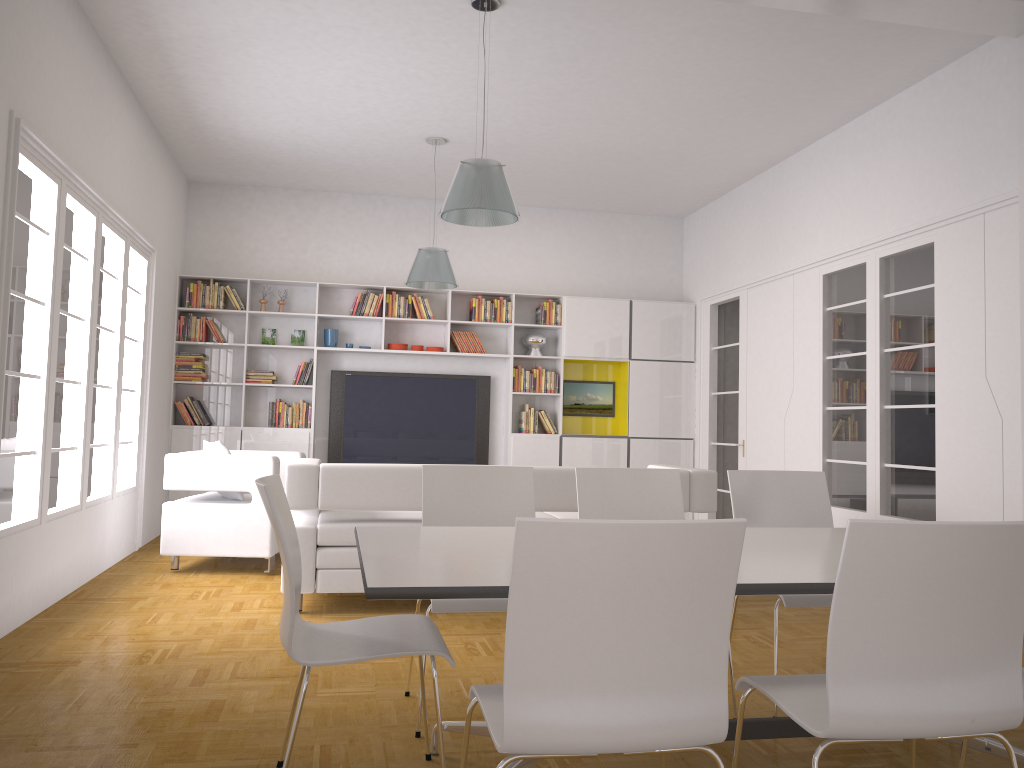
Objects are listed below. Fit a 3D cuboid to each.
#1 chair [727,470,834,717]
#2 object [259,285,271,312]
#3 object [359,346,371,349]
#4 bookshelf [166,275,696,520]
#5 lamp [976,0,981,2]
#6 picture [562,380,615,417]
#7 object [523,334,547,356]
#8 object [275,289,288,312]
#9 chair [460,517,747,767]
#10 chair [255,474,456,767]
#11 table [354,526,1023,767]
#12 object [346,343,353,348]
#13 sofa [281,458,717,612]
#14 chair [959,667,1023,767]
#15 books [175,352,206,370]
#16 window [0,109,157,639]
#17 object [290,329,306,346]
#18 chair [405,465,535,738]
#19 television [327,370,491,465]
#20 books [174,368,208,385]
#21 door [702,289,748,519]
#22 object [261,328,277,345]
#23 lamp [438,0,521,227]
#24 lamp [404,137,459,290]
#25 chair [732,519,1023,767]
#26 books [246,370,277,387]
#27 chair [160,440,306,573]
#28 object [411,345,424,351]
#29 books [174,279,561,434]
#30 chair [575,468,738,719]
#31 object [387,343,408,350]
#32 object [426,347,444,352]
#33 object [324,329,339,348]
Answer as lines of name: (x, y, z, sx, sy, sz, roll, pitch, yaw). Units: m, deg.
chair: (1.227, 0.847, 3.734, 0.561, 0.932, 0.575, 2, -4, -11)
object: (-2.485, -0.849, 8.948, 0.120, 0.279, 0.179, 2, -4, -6)
object: (-1.505, -0.365, 9.077, 0.124, 0.032, 0.123, 3, -3, -26)
bookshelf: (-0.692, 0.272, 9.239, 5.364, 2.483, 0.389, 2, -4, -11)
lamp: (2.021, -1.821, 3.795, 0.173, 0.365, 0.167, -1, -4, 31)
picture: (0.829, 0.160, 9.653, 0.609, 0.388, 0.007, 2, -4, -11)
object: (0.240, -0.403, 9.434, 0.256, 0.239, 0.256, 2, -3, -3)
object: (-2.371, -0.835, 8.987, 0.179, 0.260, 0.119, 1, -4, 9)
chair: (0.182, 0.737, 1.944, 0.561, 0.932, 0.575, 2, -4, -11)
chair: (-0.481, 0.752, 2.623, 0.575, 0.932, 0.560, 2, -4, -11)
table: (0.718, 0.893, 2.835, 2.410, 0.723, 1.209, 2, -3, -11)
object: (-1.658, -0.382, 9.047, 0.078, 0.056, 0.078, 1, -3, 14)
sofa: (-0.086, 0.929, 5.649, 2.622, 0.850, 0.821, 2, -3, -11)
chair: (1.518, 0.784, 2.207, 0.561, 0.932, 0.575, 2, -4, -11)
books: (-3.174, -0.225, 8.755, 0.252, 0.153, 0.207, 2, -3, -11)
window: (-2.785, 0.032, 5.728, 0.195, 2.531, 3.346, 2, -3, -11)
object: (-2.190, -0.463, 9.069, 0.144, 0.190, 0.051, 2, -4, -11)
chair: (-0.108, 0.801, 3.472, 0.561, 0.932, 0.575, 2, -4, -11)
television: (-1.058, 0.431, 9.222, 1.660, 1.089, 0.082, 2, -4, -11)
books: (-3.162, -0.076, 8.748, 0.284, 0.153, 0.207, 2, -3, -11)
door: (2.132, 0.340, 8.859, 0.139, 2.458, 1.007, 2, -4, -11)
object: (-2.473, -0.473, 9.013, 0.144, 0.190, 0.051, 2, -4, -11)
lamp: (-0.165, -1.552, 5.002, 0.464, 1.251, 0.464, 2, -4, -12)
lamp: (-0.661, -1.450, 7.492, 0.464, 1.251, 0.464, 2, -4, -12)
chair: (0.870, 0.761, 2.080, 0.561, 0.932, 0.575, 2, -4, -11)
books: (-2.506, -0.053, 8.877, 0.284, 0.153, 0.207, 2, -3, -11)
chair: (-2.084, 0.886, 6.791, 0.801, 0.912, 1.095, 2, -3, -1)
object: (-0.981, -0.361, 9.193, 0.128, 0.073, 0.129, 2, -3, -15)
books: (-1.400, -0.254, 9.095, 3.861, 1.457, 0.235, 2, -4, -11)
chair: (0.539, 0.823, 3.599, 0.561, 0.932, 0.575, 2, -4, -11)
object: (-1.180, -0.374, 9.154, 0.210, 0.073, 0.211, 4, -3, -36)
object: (-0.800, -0.352, 9.209, 0.182, 0.054, 0.182, 2, -3, -15)
object: (-1.842, -0.457, 9.015, 0.147, 0.193, 0.147, 3, -4, -22)
